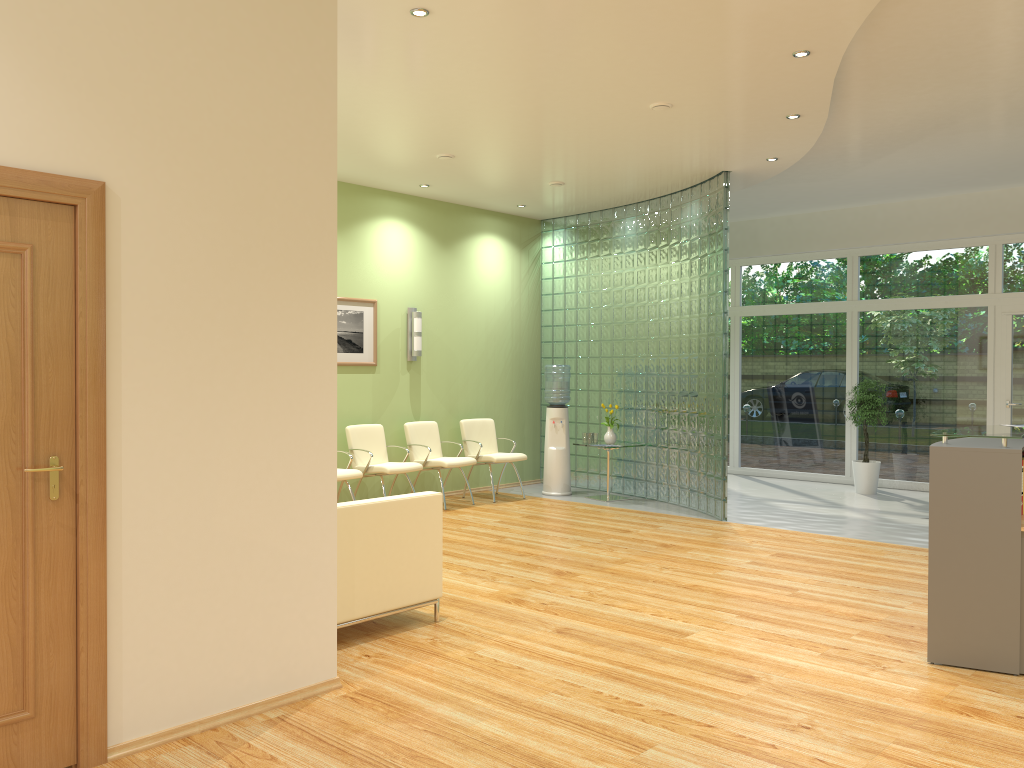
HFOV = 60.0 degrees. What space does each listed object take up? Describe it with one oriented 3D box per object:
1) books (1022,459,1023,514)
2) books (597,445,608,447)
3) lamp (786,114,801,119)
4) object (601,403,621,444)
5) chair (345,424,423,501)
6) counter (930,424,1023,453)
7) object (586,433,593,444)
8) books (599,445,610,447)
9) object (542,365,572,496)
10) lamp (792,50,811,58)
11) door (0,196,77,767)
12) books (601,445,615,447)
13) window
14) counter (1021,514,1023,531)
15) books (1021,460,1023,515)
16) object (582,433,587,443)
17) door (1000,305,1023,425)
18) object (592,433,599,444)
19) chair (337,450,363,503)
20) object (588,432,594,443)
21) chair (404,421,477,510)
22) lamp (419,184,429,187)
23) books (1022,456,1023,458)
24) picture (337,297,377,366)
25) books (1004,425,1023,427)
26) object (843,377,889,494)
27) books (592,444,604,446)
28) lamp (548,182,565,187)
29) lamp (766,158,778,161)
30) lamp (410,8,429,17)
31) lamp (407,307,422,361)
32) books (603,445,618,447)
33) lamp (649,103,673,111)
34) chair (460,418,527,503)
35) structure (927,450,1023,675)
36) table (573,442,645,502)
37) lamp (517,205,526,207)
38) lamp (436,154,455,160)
[{"bbox_3d":[2.562,0.528,4.645,0.233,0.282,0.062,1,1,37],"label":"books"},{"bbox_3d":[1.023,0.678,9.783,0.150,0.004,0.210,1,1,28],"label":"books"},{"bbox_3d":[2.103,-1.998,6.633,0.105,0.011,0.105,0,1,12],"label":"lamp"},{"bbox_3d":[1.110,0.447,9.982,0.219,0.459,0.201,0,1,-18],"label":"object"},{"bbox_3d":[13.963,0.867,8.608,31.281,0.986,0.752,0,1,1],"label":"chair"},{"bbox_3d":[4.107,0.293,4.326,3.674,0.078,1.837,1,1,28],"label":"counter"},{"bbox_3d":[0.875,0.616,10.027,0.072,0.119,0.071,1,1,43],"label":"object"},{"bbox_3d":[1.040,0.678,9.776,0.150,0.004,0.210,0,1,18],"label":"books"},{"bbox_3d":[0.528,0.531,10.330,0.353,1.506,0.353,-1,1,-40],"label":"object"},{"bbox_3d":[1.736,-1.978,5.321,0.105,0.011,0.105,0,1,0],"label":"lamp"},{"bbox_3d":[-1.835,0.371,2.869,0.098,2.001,0.823,1,1,43],"label":"door"},{"bbox_3d":[1.058,0.678,9.772,0.150,0.004,0.210,0,1,8],"label":"books"},{"bbox_3d":[5.714,-0.193,10.045,9.401,3.000,0.092,1,1,43],"label":"window"},{"bbox_3d":[4.080,0.690,4.282,3.444,0.018,1.723,1,1,28],"label":"counter"},{"bbox_3d":[2.529,0.529,4.614,0.063,0.282,0.231,-1,1,-42],"label":"books"},{"bbox_3d":[0.831,0.615,10.099,0.072,0.119,0.071,1,1,43],"label":"object"},{"bbox_3d":[6.152,0.215,9.644,1.500,2.200,0.218,1,1,43],"label":"door"},{"bbox_3d":[0.947,0.616,10.070,0.072,0.119,0.071,1,1,43],"label":"object"},{"bbox_3d":[-1.777,0.866,8.321,0.536,0.881,0.650,-1,1,-42],"label":"chair"},{"bbox_3d":[0.905,0.614,10.139,0.072,0.119,0.071,1,1,43],"label":"object"},{"bbox_3d":[14.236,0.864,8.912,30.806,0.986,0.748,0,1,2],"label":"chair"},{"bbox_3d":[-0.906,-2.049,9.180,0.105,0.011,0.105,1,1,24],"label":"lamp"},{"bbox_3d":[2.674,0.527,4.739,0.233,0.282,0.062,1,1,42],"label":"books"},{"bbox_3d":[-1.759,-0.534,8.979,0.025,0.700,1.000,1,1,43],"label":"picture"},{"bbox_3d":[2.876,0.236,5.017,0.150,0.004,0.210,0,1,8],"label":"books"},{"bbox_3d":[4.208,0.606,10.545,0.503,1.376,0.590,1,1,23],"label":"object"},{"bbox_3d":[0.995,0.677,9.806,0.210,0.004,0.150,-1,1,-42],"label":"books"},{"bbox_3d":[0.455,-2.035,9.068,0.167,0.024,0.167,1,1,26],"label":"lamp"},{"bbox_3d":[2.339,-2.018,7.973,0.105,0.011,0.105,0,1,-32],"label":"lamp"},{"bbox_3d":[-0.493,-1.977,4.728,0.105,0.011,0.105,0,1,-14],"label":"lamp"},{"bbox_3d":[-1.055,-0.542,9.658,0.142,0.580,0.134,1,1,43],"label":"lamp"},{"bbox_3d":[1.077,0.678,9.771,0.150,0.004,0.210,0,1,-2],"label":"books"},{"bbox_3d":[1.075,-1.991,6.393,0.167,0.024,0.167,0,1,-8],"label":"lamp"},{"bbox_3d":[-0.219,0.845,10.014,0.536,0.881,0.650,-1,1,-42],"label":"chair"},{"bbox_3d":[4.106,0.856,4.336,3.673,1.049,1.837,1,1,28],"label":"structure"},{"bbox_3d":[1.086,0.984,10.000,0.581,0.614,0.581,0,1,-33],"label":"table"},{"bbox_3d":[0.108,-2.062,10.285,0.105,0.011,0.105,1,1,24],"label":"lamp"},{"bbox_3d":[-0.594,-2.021,7.925,0.167,0.024,0.167,0,1,3],"label":"lamp"}]
